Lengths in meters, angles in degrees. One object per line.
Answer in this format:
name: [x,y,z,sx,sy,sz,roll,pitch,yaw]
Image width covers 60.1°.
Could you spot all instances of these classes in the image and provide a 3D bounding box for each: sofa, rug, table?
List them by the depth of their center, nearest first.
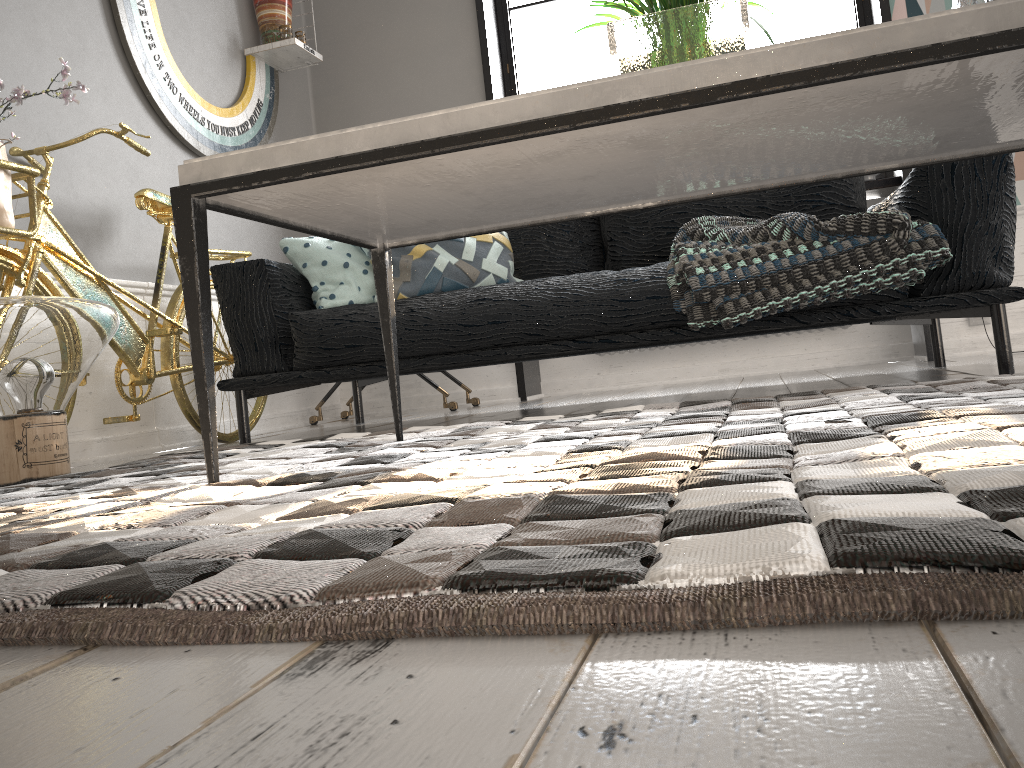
rug: [0.077,0.101,1.356,2.521,0.034,1.771,-6,1,16]
table: [0.309,-0.168,1.460,1.452,0.512,0.732,-6,-1,16]
sofa: [0.270,-0.318,2.884,2.335,0.800,0.970,-6,-1,15]
table: [-0.574,-0.191,4.120,0.741,0.682,0.339,-7,-2,16]

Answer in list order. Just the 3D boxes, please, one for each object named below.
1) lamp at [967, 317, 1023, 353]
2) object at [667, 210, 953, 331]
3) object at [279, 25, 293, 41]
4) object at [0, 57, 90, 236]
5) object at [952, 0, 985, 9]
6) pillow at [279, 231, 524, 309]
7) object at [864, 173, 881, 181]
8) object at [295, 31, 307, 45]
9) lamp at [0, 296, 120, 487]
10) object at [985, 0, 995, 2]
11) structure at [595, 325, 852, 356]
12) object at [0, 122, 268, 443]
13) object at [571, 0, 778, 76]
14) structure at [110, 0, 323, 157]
lamp: [2.010,-0.979,3.075,0.678,1.708,1.245,-7,-2,14]
object: [0.772,-0.343,2.440,0.665,0.330,0.490,-6,0,11]
object: [-1.013,-1.564,3.974,0.060,0.079,0.060,-6,-2,4]
object: [-1.336,-0.713,2.386,0.252,0.643,0.489,-8,-2,34]
object: [0.851,-0.698,1.554,0.147,0.418,0.156,-8,-3,35]
pillow: [-0.359,-0.431,3.008,0.798,0.363,0.442,-6,-1,-2]
object: [1.524,-0.979,3.837,0.170,0.204,0.246,-7,-1,18]
object: [-0.963,-1.571,4.029,0.050,0.058,0.050,-6,-2,5]
lamp: [-1.143,0.017,2.075,0.433,0.439,0.430,-5,-2,-44]
object: [0.755,-0.587,1.361,0.082,0.228,0.168,-8,-2,27]
structure: [0.972,-0.406,4.210,1.220,0.429,0.148,-6,-3,14]
object: [-1.196,-0.251,2.753,0.426,0.972,1.624,-7,0,7]
object: [0.275,-0.600,1.506,0.351,0.352,0.325,-7,-1,18]
structure: [-1.272,-1.378,3.219,0.266,0.958,2.023,-7,0,16]
